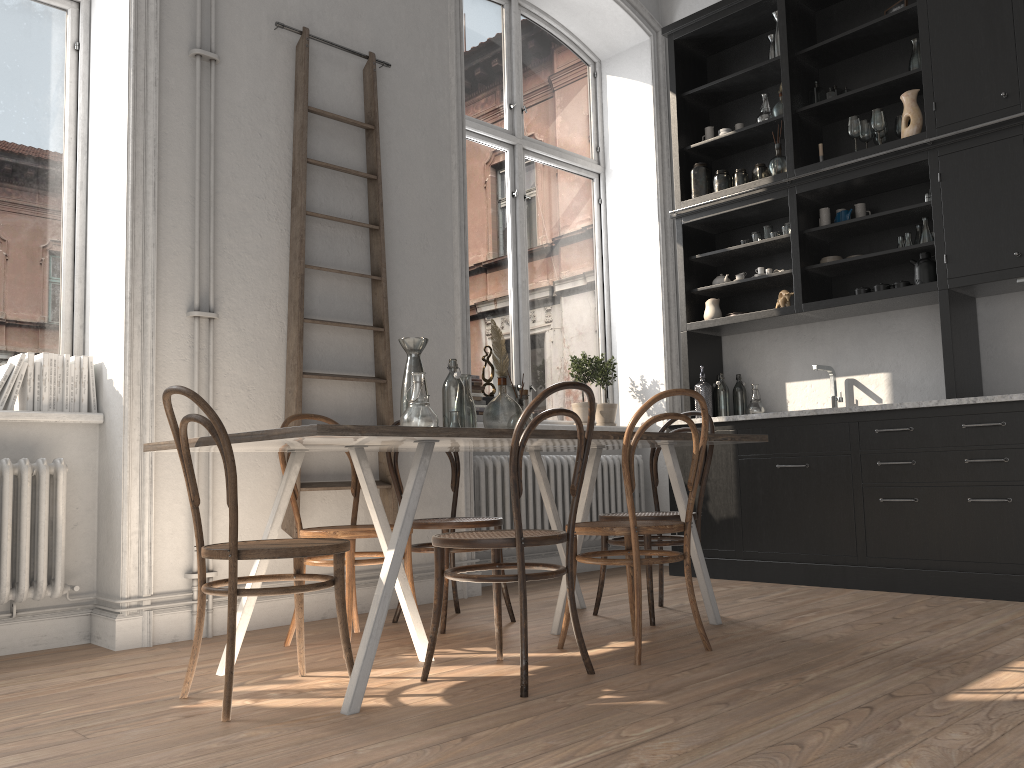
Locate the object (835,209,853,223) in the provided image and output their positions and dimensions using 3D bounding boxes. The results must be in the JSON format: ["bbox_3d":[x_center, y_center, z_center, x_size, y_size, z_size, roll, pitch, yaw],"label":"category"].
[{"bbox_3d":[1.934,-0.958,5.168,0.082,0.093,0.140,-3,-6,11],"label":"object"}]

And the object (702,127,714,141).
[{"bbox_3d":[1.306,-1.625,5.876,0.059,0.135,0.082,0,-6,-16],"label":"object"}]

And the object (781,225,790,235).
[{"bbox_3d":[1.664,-0.917,5.367,0.064,0.069,0.064,-6,-7,38],"label":"object"}]

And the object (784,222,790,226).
[{"bbox_3d":[1.700,-0.931,5.435,0.060,0.107,0.060,-3,-6,18],"label":"object"}]

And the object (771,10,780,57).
[{"bbox_3d":[1.669,-2.140,5.505,0.100,0.330,0.097,-6,-7,42],"label":"object"}]

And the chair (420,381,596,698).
[{"bbox_3d":[0.001,0.472,2.840,0.549,0.920,0.438,-6,-7,41],"label":"chair"}]

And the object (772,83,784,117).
[{"bbox_3d":[1.659,-1.782,5.456,0.123,0.340,0.119,1,-6,-25],"label":"object"}]

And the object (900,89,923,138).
[{"bbox_3d":[2.162,-1.447,4.800,0.094,0.266,0.116,-1,-5,-2],"label":"object"}]

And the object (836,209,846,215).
[{"bbox_3d":[1.954,-0.969,5.276,0.082,0.135,0.059,0,-6,-16],"label":"object"}]

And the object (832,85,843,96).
[{"bbox_3d":[1.957,-1.716,5.363,0.065,0.176,0.084,1,-6,-22],"label":"object"}]

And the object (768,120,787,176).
[{"bbox_3d":[1.610,-1.420,5.361,0.134,0.357,0.134,-2,-5,1],"label":"object"}]

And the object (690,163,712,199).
[{"bbox_3d":[1.229,-1.309,5.761,0.118,0.238,0.118,-5,-6,31],"label":"object"}]

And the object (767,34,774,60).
[{"bbox_3d":[1.650,-2.081,5.594,0.070,0.231,0.067,-6,-7,42],"label":"object"}]

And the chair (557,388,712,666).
[{"bbox_3d":[0.446,0.499,3.220,0.438,0.920,0.549,2,-7,-33],"label":"chair"}]

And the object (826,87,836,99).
[{"bbox_3d":[1.889,-1.698,5.256,0.053,0.124,0.041,-3,-6,13],"label":"object"}]

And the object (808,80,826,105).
[{"bbox_3d":[1.835,-1.728,5.331,0.084,0.199,0.065,1,-6,-22],"label":"object"}]

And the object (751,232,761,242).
[{"bbox_3d":[1.548,-0.907,5.627,0.060,0.107,0.060,-3,-6,13],"label":"object"}]

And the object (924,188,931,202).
[{"bbox_3d":[2.285,-1.013,4.837,0.040,0.116,0.080,1,-6,-24],"label":"object"}]

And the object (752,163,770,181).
[{"bbox_3d":[1.583,-1.304,5.638,0.092,0.184,0.092,2,-6,-29],"label":"object"}]

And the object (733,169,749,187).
[{"bbox_3d":[1.454,-1.283,5.633,0.096,0.150,0.096,-5,-7,34],"label":"object"}]

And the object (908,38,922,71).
[{"bbox_3d":[2.279,-1.804,4.973,0.110,0.254,0.100,-3,-6,11],"label":"object"}]

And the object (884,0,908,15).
[{"bbox_3d":[2.192,-2.098,5.036,0.056,0.121,0.167,0,-6,-19],"label":"object"}]

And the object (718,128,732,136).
[{"bbox_3d":[1.398,-1.615,5.814,0.096,0.095,0.096,-1,-6,-10],"label":"object"}]

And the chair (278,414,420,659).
[{"bbox_3d":[-0.648,0.559,3.515,0.549,0.920,0.438,-7,-8,44],"label":"chair"}]

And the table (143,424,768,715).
[{"bbox_3d":[-0.074,0.597,3.358,2.201,0.779,1.101,4,-8,-44],"label":"table"}]

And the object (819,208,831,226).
[{"bbox_3d":[1.856,-0.967,5.256,0.059,0.135,0.082,-3,-6,14],"label":"object"}]

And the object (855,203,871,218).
[{"bbox_3d":[2.046,-0.982,5.172,0.082,0.135,0.059,-5,-6,29],"label":"object"}]

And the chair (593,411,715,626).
[{"bbox_3d":[0.654,0.575,4.008,0.549,0.920,0.438,2,-6,-32],"label":"chair"}]

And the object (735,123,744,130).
[{"bbox_3d":[1.501,-1.637,5.813,0.059,0.135,0.082,1,-6,-21],"label":"object"}]

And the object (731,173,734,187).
[{"bbox_3d":[1.475,-1.281,5.780,0.092,0.184,0.092,-3,-6,11],"label":"object"}]

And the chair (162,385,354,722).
[{"bbox_3d":[-0.761,0.475,2.671,0.549,0.920,0.438,2,-7,-36],"label":"chair"}]

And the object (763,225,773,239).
[{"bbox_3d":[1.587,-0.922,5.492,0.060,0.107,0.060,0,-6,-17],"label":"object"}]

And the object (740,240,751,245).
[{"bbox_3d":[1.474,-0.878,5.595,0.071,0.047,0.072,-1,-6,-6],"label":"object"}]

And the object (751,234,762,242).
[{"bbox_3d":[1.528,-0.897,5.533,0.064,0.069,0.064,-2,-6,3],"label":"object"}]

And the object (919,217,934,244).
[{"bbox_3d":[2.237,-0.819,4.789,0.083,0.158,0.083,-5,-6,30],"label":"object"}]

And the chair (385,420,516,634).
[{"bbox_3d":[-0.291,0.596,3.969,0.438,0.920,0.549,3,-7,-37],"label":"chair"}]

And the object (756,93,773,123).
[{"bbox_3d":[1.595,-1.708,5.564,0.132,0.219,0.132,-4,-6,20],"label":"object"}]

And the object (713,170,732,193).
[{"bbox_3d":[1.344,-1.280,5.669,0.114,0.155,0.114,3,-7,-41],"label":"object"}]

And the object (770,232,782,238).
[{"bbox_3d":[1.613,-0.899,5.424,0.071,0.047,0.072,-1,-6,-6],"label":"object"}]

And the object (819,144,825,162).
[{"bbox_3d":[1.823,-1.341,5.225,0.123,0.161,0.123,2,-7,-35],"label":"object"}]

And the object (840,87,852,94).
[{"bbox_3d":[1.980,-1.700,5.256,0.044,0.121,0.058,0,-6,-17],"label":"object"}]
